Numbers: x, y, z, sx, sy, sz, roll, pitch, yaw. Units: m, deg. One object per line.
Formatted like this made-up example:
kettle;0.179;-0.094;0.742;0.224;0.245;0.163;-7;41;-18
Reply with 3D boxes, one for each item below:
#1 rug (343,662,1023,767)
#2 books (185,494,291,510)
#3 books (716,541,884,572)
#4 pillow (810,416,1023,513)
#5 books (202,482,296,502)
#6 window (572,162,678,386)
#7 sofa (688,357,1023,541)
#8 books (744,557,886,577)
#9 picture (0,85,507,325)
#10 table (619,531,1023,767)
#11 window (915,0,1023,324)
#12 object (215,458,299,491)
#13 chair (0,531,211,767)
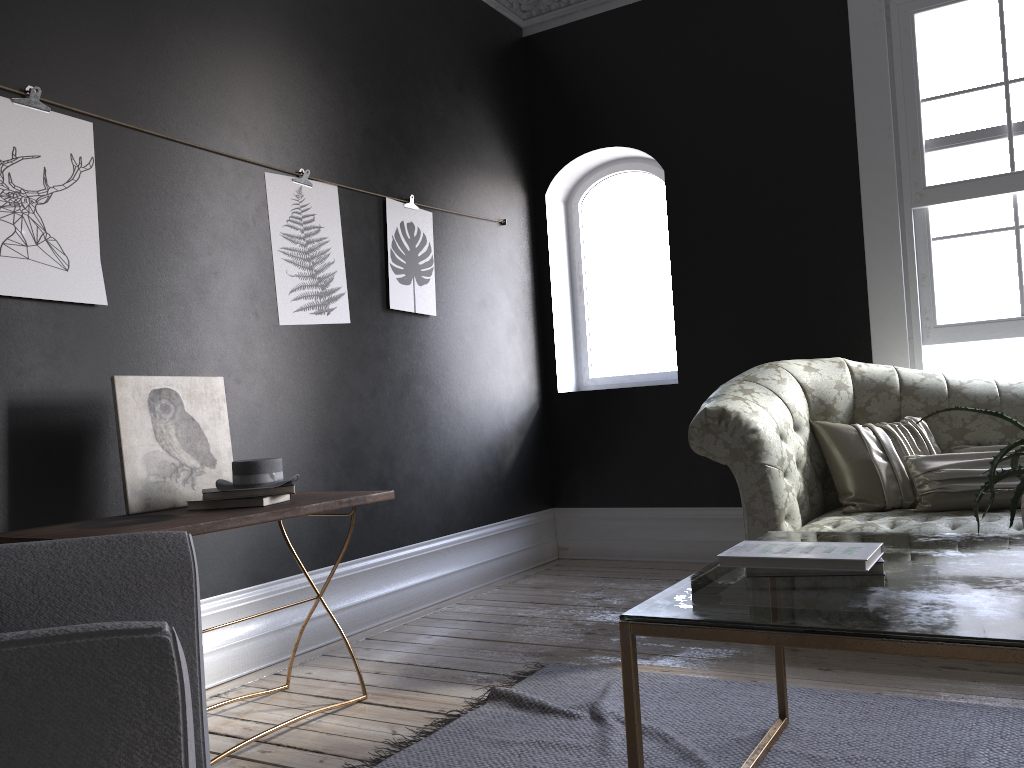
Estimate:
rug;1.095;0.918;1.592;3.647;0.050;2.105;-5;-2;31
books;-0.892;0.382;2.906;0.268;0.029;0.203;-4;-2;10
books;0.628;0.371;1.928;0.307;0.024;0.220;-5;-2;30
pillow;1.849;0.324;3.770;1.106;0.416;0.529;-5;-2;30
books;-0.864;0.351;2.906;0.289;0.030;0.193;-3;-2;-19
window;0.788;-0.738;5.932;0.740;1.456;0.112;-4;-1;30
sofa;2.305;0.377;3.585;2.815;1.160;1.605;-5;-2;31
books;0.666;0.398;1.983;0.289;0.030;0.193;-4;-2;14
picture;-1.144;-0.639;3.585;0.058;0.771;4.456;-4;-2;30
table;1.114;0.655;1.750;1.450;0.558;1.092;-5;-2;30
window;2.690;-1.160;4.337;1.264;1.671;0.056;-4;-1;30
object;-0.833;0.291;2.906;0.258;0.087;0.328;-4;-2;-4
chair;-0.724;0.598;0.958;0.770;0.862;0.819;-3;-2;-19
